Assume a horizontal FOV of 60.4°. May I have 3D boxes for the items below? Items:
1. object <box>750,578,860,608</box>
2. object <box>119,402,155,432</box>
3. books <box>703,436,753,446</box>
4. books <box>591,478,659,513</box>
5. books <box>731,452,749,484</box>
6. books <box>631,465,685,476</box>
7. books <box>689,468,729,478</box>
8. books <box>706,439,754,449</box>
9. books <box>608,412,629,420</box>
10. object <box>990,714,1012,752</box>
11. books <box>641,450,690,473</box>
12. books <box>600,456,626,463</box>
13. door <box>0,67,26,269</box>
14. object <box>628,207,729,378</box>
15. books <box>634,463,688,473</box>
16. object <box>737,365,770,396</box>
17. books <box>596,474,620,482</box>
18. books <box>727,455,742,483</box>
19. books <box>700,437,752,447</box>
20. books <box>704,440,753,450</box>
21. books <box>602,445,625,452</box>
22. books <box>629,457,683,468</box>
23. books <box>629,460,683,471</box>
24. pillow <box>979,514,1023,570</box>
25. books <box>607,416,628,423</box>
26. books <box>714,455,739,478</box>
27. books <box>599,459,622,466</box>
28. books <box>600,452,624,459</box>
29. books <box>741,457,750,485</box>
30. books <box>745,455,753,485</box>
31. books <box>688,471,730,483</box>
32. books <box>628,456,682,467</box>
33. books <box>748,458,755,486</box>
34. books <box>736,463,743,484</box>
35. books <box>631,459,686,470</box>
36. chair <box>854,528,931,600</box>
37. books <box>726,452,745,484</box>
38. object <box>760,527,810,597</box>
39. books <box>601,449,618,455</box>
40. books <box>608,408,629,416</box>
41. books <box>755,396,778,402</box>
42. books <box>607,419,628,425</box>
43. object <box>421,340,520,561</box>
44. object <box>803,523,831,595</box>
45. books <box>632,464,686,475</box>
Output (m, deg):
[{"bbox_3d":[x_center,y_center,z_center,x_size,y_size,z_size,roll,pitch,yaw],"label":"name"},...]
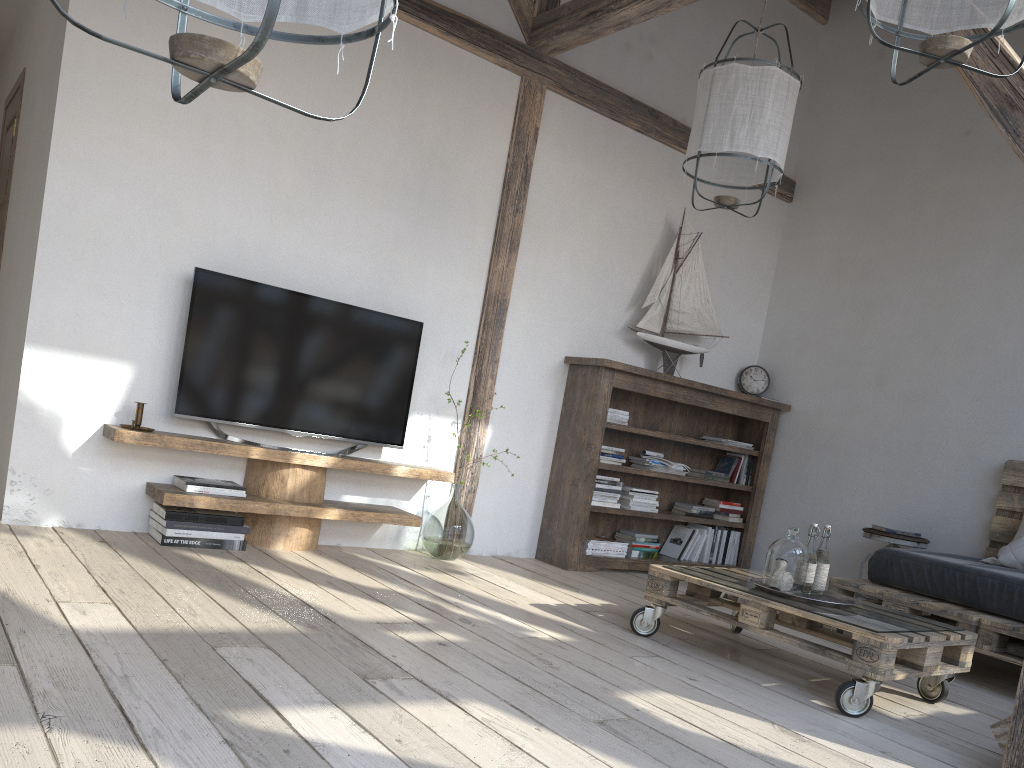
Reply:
[{"bbox_3d":[1.086,0.780,3.280,0.397,0.022,0.392,11,-3,-16],"label":"object"},{"bbox_3d":[-1.539,0.133,3.630,0.138,0.113,0.140,10,0,37],"label":"object"},{"bbox_3d":[1.390,0.367,5.664,0.260,0.009,0.202,12,-4,-39],"label":"books"},{"bbox_3d":[0.611,0.644,5.177,0.554,0.152,0.204,12,-1,-36],"label":"books"},{"bbox_3d":[1.477,0.552,5.774,0.021,0.202,0.133,7,4,-36],"label":"books"},{"bbox_3d":[0.877,0.521,5.298,0.260,0.009,0.202,11,-3,-27],"label":"books"},{"bbox_3d":[1.256,0.566,5.614,0.206,0.021,0.148,12,-3,-32],"label":"books"},{"bbox_3d":[1.407,0.388,5.676,0.260,0.009,0.202,13,-4,-44],"label":"books"},{"bbox_3d":[0.539,0.171,5.048,0.221,0.021,0.155,12,-3,-36],"label":"books"},{"bbox_3d":[1.918,0.910,2.254,1.011,0.476,0.807,10,-1,-6],"label":"object"},{"bbox_3d":[0.928,0.467,5.314,0.219,0.088,0.263,9,-2,34],"label":"books"},{"bbox_3d":[0.523,0.424,5.082,0.221,0.017,0.155,12,-3,-36],"label":"books"},{"bbox_3d":[-2.831,-0.572,4.779,0.082,2.083,0.829,7,4,-36],"label":"door"},{"bbox_3d":[1.043,-0.517,5.247,0.796,0.998,0.138,9,4,-31],"label":"object"},{"bbox_3d":[0.900,0.508,5.310,0.260,0.009,0.202,12,-3,-34],"label":"books"},{"bbox_3d":[1.597,-0.018,5.812,0.204,0.211,0.081,10,3,0],"label":"object"},{"bbox_3d":[0.506,0.533,5.051,0.186,0.018,0.138,12,-3,-36],"label":"books"},{"bbox_3d":[1.412,0.552,5.727,0.059,0.177,0.138,7,3,-37],"label":"books"},{"bbox_3d":[1.376,0.373,5.661,0.260,0.009,0.202,11,-3,-29],"label":"books"},{"bbox_3d":[1.394,0.394,5.667,0.260,0.009,0.202,12,-4,-41],"label":"books"},{"bbox_3d":[0.537,0.367,5.080,0.186,0.018,0.138,12,-3,-36],"label":"books"},{"bbox_3d":[0.868,0.476,5.306,0.260,0.009,0.202,11,-3,-29],"label":"books"},{"bbox_3d":[0.867,0.493,5.300,0.259,0.009,0.203,11,-3,-19],"label":"books"},{"bbox_3d":[2.733,0.746,3.895,0.354,0.356,1.116,9,-1,-36],"label":"pillow"},{"bbox_3d":[0.548,0.193,5.036,0.186,0.018,0.138,12,-3,-36],"label":"books"},{"bbox_3d":[1.383,0.548,5.710,0.082,0.173,0.129,8,3,-35],"label":"books"},{"bbox_3d":[0.524,0.443,5.086,0.186,0.020,0.138,12,-4,-41],"label":"books"},{"bbox_3d":[0.521,0.404,5.076,0.210,0.020,0.145,11,-3,-20],"label":"books"},{"bbox_3d":[1.491,0.563,5.787,0.020,0.186,0.137,7,3,-36],"label":"books"},{"bbox_3d":[1.513,0.560,5.792,0.021,0.202,0.134,7,4,-36],"label":"books"},{"bbox_3d":[1.255,0.592,5.624,0.221,0.030,0.160,12,-3,-33],"label":"books"},{"bbox_3d":[0.863,0.466,5.306,0.260,0.009,0.202,11,-3,-24],"label":"books"},{"bbox_3d":[1.530,0.571,5.816,0.020,0.186,0.137,7,3,-36],"label":"books"},{"bbox_3d":[1.454,0.563,5.767,0.018,0.173,0.115,7,4,-36],"label":"books"},{"bbox_3d":[0.881,0.486,5.302,0.260,0.009,0.202,11,-3,-29],"label":"books"},{"bbox_3d":[2.054,1.070,4.824,0.357,0.523,0.349,9,2,-32],"label":"chair"},{"bbox_3d":[1.431,0.547,5.745,0.051,0.192,0.137,7,3,-36],"label":"books"},{"bbox_3d":[1.021,0.650,3.260,0.154,0.248,0.156,11,2,23],"label":"object"},{"bbox_3d":[0.530,0.385,5.076,0.131,0.021,0.200,9,-3,20],"label":"books"},{"bbox_3d":[0.539,0.149,5.051,0.221,0.021,0.155,12,-3,-36],"label":"books"},{"bbox_3d":[1.600,0.099,5.791,0.180,0.025,0.233,12,-3,-36],"label":"books"},{"bbox_3d":[0.533,0.209,5.053,0.221,0.017,0.155,12,-4,-41],"label":"books"},{"bbox_3d":[-0.177,0.364,4.589,0.271,1.127,0.519,13,4,41],"label":"object"},{"bbox_3d":[1.155,0.667,3.357,0.155,0.269,0.070,8,4,-36],"label":"object"},{"bbox_3d":[0.886,0.514,5.303,0.260,0.009,0.202,12,-3,-31],"label":"books"}]
